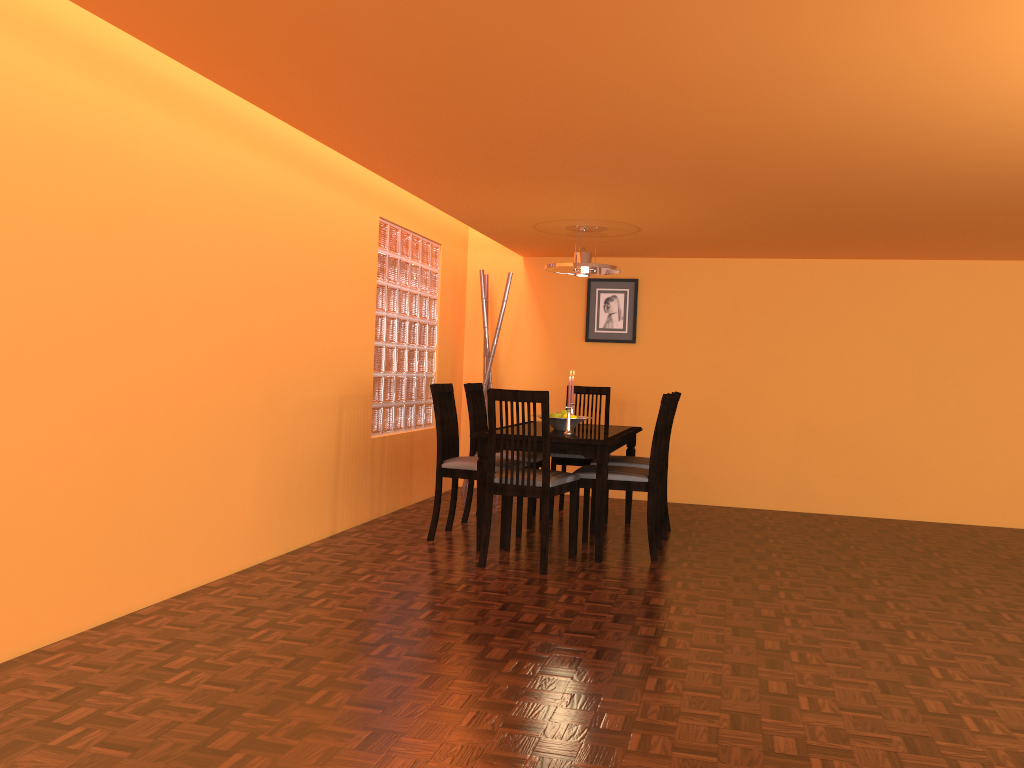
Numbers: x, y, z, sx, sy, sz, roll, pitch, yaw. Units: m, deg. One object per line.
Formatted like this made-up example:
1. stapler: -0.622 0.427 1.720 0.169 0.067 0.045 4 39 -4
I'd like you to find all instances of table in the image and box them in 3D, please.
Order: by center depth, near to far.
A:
1. table: 0.278 0.537 4.787 0.697 0.584 1.259 3 1 14

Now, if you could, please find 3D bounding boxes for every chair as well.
1. chair: 0.077 0.428 4.091 0.373 0.809 0.465 3 1 19
2. chair: 0.555 0.442 4.424 0.465 0.809 0.373 3 1 14
3. chair: -0.187 0.409 4.614 0.465 0.809 0.373 3 1 14
4. chair: 0.697 0.438 4.983 0.465 0.809 0.373 3 1 14
5. chair: -0.044 0.405 5.173 0.465 0.809 0.373 3 1 14
6. chair: 0.446 0.420 5.506 0.373 0.809 0.465 2 1 9

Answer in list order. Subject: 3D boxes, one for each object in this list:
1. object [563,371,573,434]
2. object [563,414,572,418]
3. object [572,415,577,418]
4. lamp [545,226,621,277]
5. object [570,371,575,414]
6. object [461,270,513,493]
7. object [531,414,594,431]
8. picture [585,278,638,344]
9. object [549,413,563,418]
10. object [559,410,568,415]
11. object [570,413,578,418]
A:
1. object: 0.288 0.088 4.469 0.044 0.326 0.044 2 1 3
2. object: 0.290 0.177 4.650 0.046 0.046 0.055 2 1 -3
3. object: 0.322 0.189 4.688 0.055 0.046 0.046 2 1 -23
4. lamp: 0.409 -0.757 5.075 0.435 0.274 0.435 3 1 36
5. object: 0.341 0.081 5.015 0.044 0.326 0.044 2 1 3
6. object: -0.163 -0.004 6.272 0.308 1.589 0.226 3 1 36
7. object: 0.269 0.209 4.745 0.337 0.072 0.337 2 1 -19
8. picture: 0.708 -0.521 6.305 0.361 0.456 0.014 3 1 14
9. object: 0.233 0.193 4.726 0.089 0.076 0.087 3 1 20
10. object: 0.286 0.173 4.815 0.069 0.066 0.069 3 1 24
11. object: 0.330 0.189 4.750 0.055 0.070 0.066 2 1 -4
